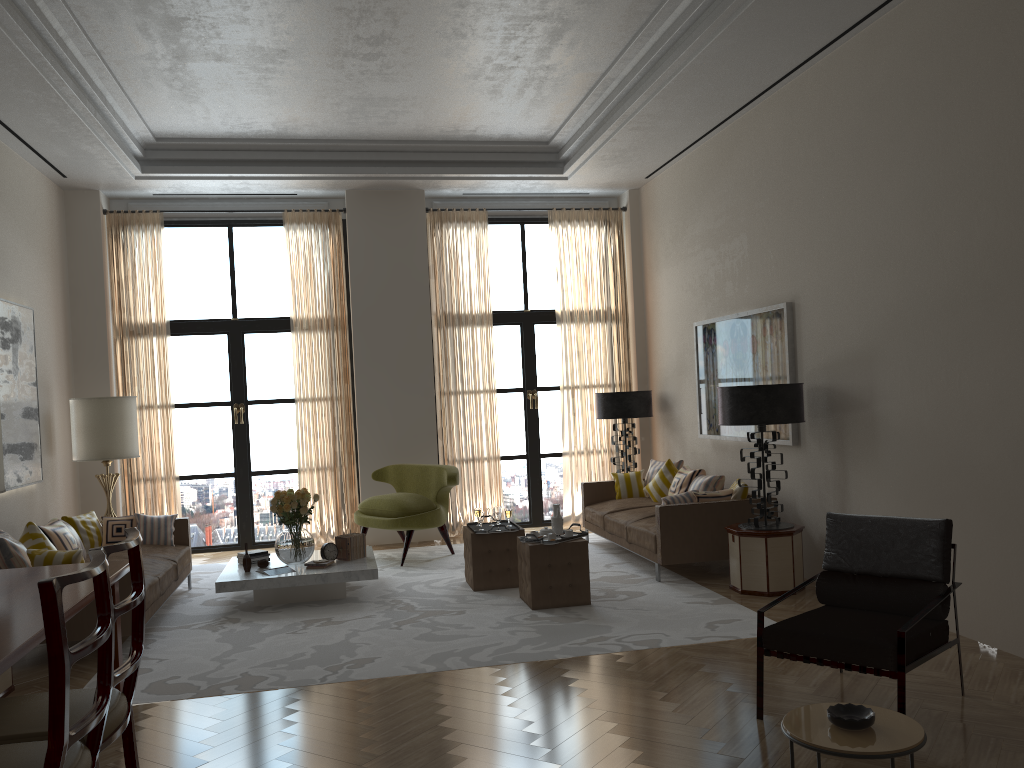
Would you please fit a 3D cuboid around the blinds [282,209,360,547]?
[{"bbox_3d":[-2.737,-0.049,12.777,0.873,4.876,0.418,-3,1,-8],"label":"blinds"}]

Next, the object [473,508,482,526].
[{"bbox_3d":[-0.375,1.467,9.777,0.098,0.192,0.098,-3,0,-29],"label":"object"}]

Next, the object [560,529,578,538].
[{"bbox_3d":[0.558,1.462,8.684,0.176,0.067,0.176,-3,-1,-13],"label":"object"}]

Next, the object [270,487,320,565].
[{"bbox_3d":[-2.312,1.531,9.515,0.539,0.822,0.627,-3,0,-16],"label":"object"}]

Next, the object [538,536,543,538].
[{"bbox_3d":[0.267,1.479,8.543,0.052,0.027,0.080,-3,-1,36],"label":"object"}]

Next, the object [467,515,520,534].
[{"bbox_3d":[-0.210,1.515,9.589,0.491,0.092,0.802,-3,-1,-11],"label":"object"}]

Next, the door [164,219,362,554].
[{"bbox_3d":[-3.924,0.020,12.769,3.257,4.769,0.240,-3,1,-11],"label":"door"}]

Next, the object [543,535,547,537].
[{"bbox_3d":[0.382,1.476,8.594,0.186,0.026,0.041,-3,0,-3],"label":"object"}]

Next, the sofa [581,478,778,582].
[{"bbox_3d":[1.890,1.686,10.774,1.351,0.820,2.980,-3,-1,-11],"label":"sofa"}]

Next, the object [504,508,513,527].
[{"bbox_3d":[-0.036,1.448,9.619,0.098,0.192,0.098,-3,0,14],"label":"object"}]

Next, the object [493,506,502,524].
[{"bbox_3d":[-0.157,1.458,9.858,0.098,0.192,0.098,-2,1,36],"label":"object"}]

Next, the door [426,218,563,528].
[{"bbox_3d":[0.282,-0.169,13.611,3.085,4.769,0.240,-3,1,-11],"label":"door"}]

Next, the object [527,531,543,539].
[{"bbox_3d":[0.219,1.463,8.589,0.176,0.067,0.176,-2,-1,-36],"label":"object"}]

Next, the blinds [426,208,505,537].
[{"bbox_3d":[-0.682,-0.141,13.190,0.959,4.876,0.419,-3,1,-9],"label":"blinds"}]

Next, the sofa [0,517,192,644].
[{"bbox_3d":[-4.053,1.939,8.657,1.351,0.820,2.980,-3,-1,-11],"label":"sofa"}]

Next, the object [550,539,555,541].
[{"bbox_3d":[0.389,1.484,8.394,0.053,0.026,0.049,-3,-1,-10],"label":"object"}]

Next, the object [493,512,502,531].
[{"bbox_3d":[-0.145,1.449,9.311,0.098,0.192,0.098,-3,0,-12],"label":"object"}]

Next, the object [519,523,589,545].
[{"bbox_3d":[0.413,1.461,8.664,0.441,0.101,0.720,-3,-1,42],"label":"object"}]

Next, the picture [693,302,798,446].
[{"bbox_3d":[2.643,-0.075,10.248,0.080,1.481,2.267,-3,0,-13],"label":"picture"}]

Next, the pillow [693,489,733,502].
[{"bbox_3d":[2.140,1.347,9.590,0.464,0.412,0.304,-3,0,-13],"label":"pillow"}]

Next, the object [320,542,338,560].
[{"bbox_3d":[-1.962,1.808,9.532,0.082,0.209,0.204,-2,0,40],"label":"object"}]

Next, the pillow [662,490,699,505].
[{"bbox_3d":[1.774,1.361,9.554,0.498,0.428,0.327,-3,0,-23],"label":"pillow"}]

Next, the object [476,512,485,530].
[{"bbox_3d":[-0.331,1.460,9.432,0.098,0.192,0.098,-3,0,14],"label":"object"}]

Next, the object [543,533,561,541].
[{"bbox_3d":[0.385,1.466,8.494,0.176,0.067,0.176,-3,-1,-10],"label":"object"}]

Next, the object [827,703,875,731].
[{"bbox_3d":[1.453,1.431,3.799,0.193,0.064,0.193,-3,-1,11],"label":"object"}]

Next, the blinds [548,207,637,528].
[{"bbox_3d":[1.253,-0.229,13.576,1.242,4.876,0.418,-3,1,-9],"label":"blinds"}]

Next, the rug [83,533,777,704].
[{"bbox_3d":[-0.954,2.171,9.433,5.516,0.065,5.732,-3,-1,-11],"label":"rug"}]

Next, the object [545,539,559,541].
[{"bbox_3d":[0.378,1.487,8.428,0.187,0.015,0.041,-2,-1,-25],"label":"object"}]

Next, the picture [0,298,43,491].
[{"bbox_3d":[-5.178,0.093,8.681,0.045,1.999,3.062,-3,0,-11],"label":"picture"}]

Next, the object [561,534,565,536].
[{"bbox_3d":[0.528,1.486,8.743,0.041,0.015,0.187,-3,-1,30],"label":"object"}]

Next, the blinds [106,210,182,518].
[{"bbox_3d":[-5.081,0.062,12.309,0.780,4.888,0.419,-3,1,-9],"label":"blinds"}]

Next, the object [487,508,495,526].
[{"bbox_3d":[-0.226,1.459,9.733,0.098,0.192,0.098,-3,0,-12],"label":"object"}]

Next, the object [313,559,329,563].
[{"bbox_3d":[-2.004,1.855,9.290,0.139,0.019,0.137,-2,-1,-27],"label":"object"}]

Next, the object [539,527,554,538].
[{"bbox_3d":[0.337,1.454,8.734,0.176,0.105,0.136,-3,0,-15],"label":"object"}]

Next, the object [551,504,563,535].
[{"bbox_3d":[0.446,1.351,8.846,0.113,0.305,0.125,-2,1,26],"label":"object"}]

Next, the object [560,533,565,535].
[{"bbox_3d":[0.500,1.486,8.764,0.053,0.026,0.049,-2,-1,-45],"label":"object"}]
